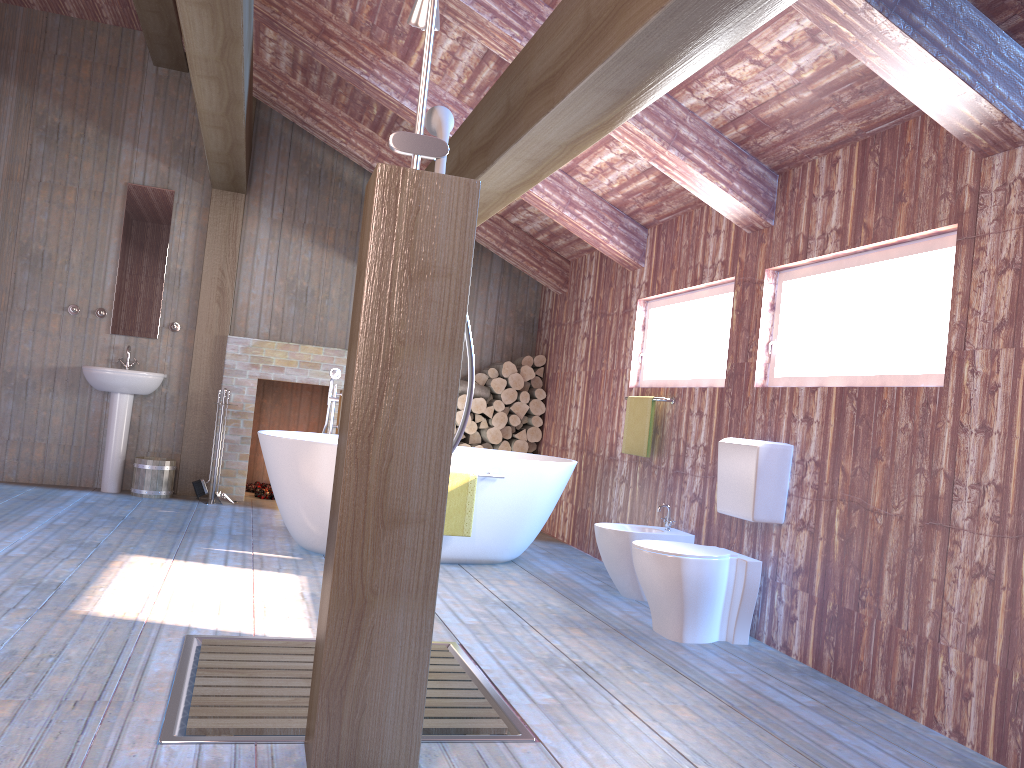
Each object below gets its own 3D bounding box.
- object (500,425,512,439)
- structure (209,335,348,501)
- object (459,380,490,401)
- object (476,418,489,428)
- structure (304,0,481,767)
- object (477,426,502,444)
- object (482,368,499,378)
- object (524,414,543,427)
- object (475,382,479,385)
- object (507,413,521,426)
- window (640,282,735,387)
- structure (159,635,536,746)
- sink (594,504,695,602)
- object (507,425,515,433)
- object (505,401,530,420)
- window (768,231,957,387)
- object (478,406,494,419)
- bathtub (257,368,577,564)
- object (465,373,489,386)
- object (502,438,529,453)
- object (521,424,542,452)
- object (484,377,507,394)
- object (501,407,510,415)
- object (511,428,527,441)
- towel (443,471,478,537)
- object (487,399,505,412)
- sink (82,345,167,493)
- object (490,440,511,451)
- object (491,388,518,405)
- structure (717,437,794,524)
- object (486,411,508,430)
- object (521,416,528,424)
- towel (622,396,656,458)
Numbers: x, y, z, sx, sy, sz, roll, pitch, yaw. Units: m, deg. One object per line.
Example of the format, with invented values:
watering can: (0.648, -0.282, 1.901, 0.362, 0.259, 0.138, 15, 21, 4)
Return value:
object: (-0.095, 0.403, 7.577, 0.111, 0.118, 0.302, 7, -2, -17)
structure: (-1.818, 0.330, 7.268, 1.130, 1.330, 0.226, 7, -2, -16)
object: (-0.335, 0.049, 7.416, 0.302, 0.157, 0.121, 6, -2, -15)
object: (-0.266, 0.329, 7.545, 0.085, 0.096, 0.280, 6, -2, -15)
structure: (-0.265, -0.127, 2.361, 0.328, 2.209, 0.522, 6, -2, 4)
object: (-0.213, 0.427, 7.556, 0.141, 0.143, 0.437, 7, -2, -18)
object: (-0.186, -0.092, 7.556, 0.094, 0.097, 0.227, 6, -2, -15)
object: (0.153, 0.312, 7.665, 0.102, 0.109, 0.438, 6, -2, -16)
object: (-0.365, 0.048, 7.612, 0.113, 0.130, 0.291, 6, -2, -15)
object: (-0.034, 0.301, 7.608, 0.102, 0.109, 0.438, 6, -2, -16)
window: (1.053, -0.260, 5.247, 0.054, 0.587, 1.255, 6, -2, -15)
structure: (-0.553, 0.980, 2.838, 1.000, 0.067, 1.000, 7, -2, -16)
sink: (0.684, 0.896, 4.791, 0.515, 0.517, 0.335, 6, -2, -15)
object: (-0.027, 0.385, 7.598, 0.065, 0.069, 0.177, 7, -2, -17)
object: (0.000, 0.224, 7.650, 0.172, 0.151, 0.482, 6, -2, -15)
window: (1.466, -0.267, 3.757, 0.054, 0.587, 1.255, 6, -2, -15)
object: (-0.259, 0.239, 7.540, 0.109, 0.124, 0.424, 7, -2, -17)
bathtub: (-0.577, 0.495, 5.476, 1.935, 1.109, 1.460, 6, -2, 6)
object: (-0.306, -0.031, 7.632, 0.140, 0.121, 0.319, 6, -2, -15)
object: (0.006, 0.534, 7.629, 0.137, 0.133, 0.437, 7, -2, -18)
object: (0.123, 0.477, 7.665, 0.137, 0.256, 0.439, 6, -2, -16)
object: (-0.173, 0.009, 7.589, 0.139, 0.148, 0.458, 6, -2, -16)
object: (-0.095, 0.233, 7.569, 0.095, 0.090, 0.278, 6, -2, -15)
object: (0.021, 0.418, 7.626, 0.115, 0.112, 0.423, 6, -2, -16)
towel: (-0.386, 0.661, 4.936, 0.370, 0.361, 0.032, 7, -2, -20)
object: (-0.166, 0.178, 7.567, 0.102, 0.109, 0.438, 6, -2, -16)
sink: (-3.006, 0.266, 6.774, 0.582, 1.143, 0.475, 7, -2, -17)
object: (-0.106, 0.530, 7.562, 0.114, 0.113, 0.301, 7, -2, -18)
object: (-0.084, 0.109, 7.596, 0.143, 0.151, 0.440, 6, -2, -16)
structure: (1.104, 0.439, 4.092, 0.182, 0.363, 0.358, 6, -2, -15)
object: (-0.159, 0.308, 7.573, 0.136, 0.157, 0.439, 6, -2, -15)
object: (0.081, 0.306, 7.690, 0.088, 0.092, 0.280, 6, -2, -15)
towel: (0.770, 0.256, 5.400, 0.032, 0.361, 0.370, 7, -2, -16)
